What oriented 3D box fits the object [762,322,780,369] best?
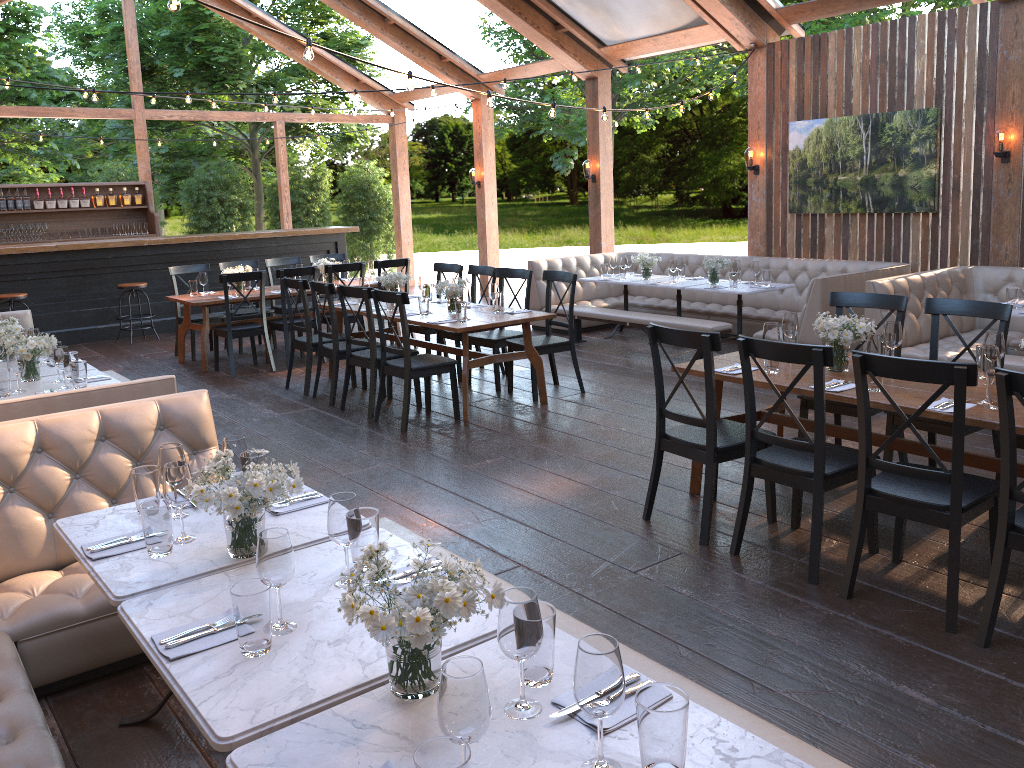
[{"bbox_3d":[1.355,-0.199,4.629,0.092,0.242,0.093,-4,9,-12],"label":"object"}]

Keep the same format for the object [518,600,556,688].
[{"bbox_3d":[0.049,0.551,1.868,0.092,0.156,0.092,5,12,39],"label":"object"}]

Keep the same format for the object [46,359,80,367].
[{"bbox_3d":[-3.032,-0.145,5.961,0.256,0.019,0.158,-11,15,-36],"label":"object"}]

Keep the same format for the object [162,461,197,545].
[{"bbox_3d":[-1.022,0.364,2.724,0.092,0.242,0.093,-1,9,11],"label":"object"}]

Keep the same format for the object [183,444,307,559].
[{"bbox_3d":[-0.782,0.350,2.595,0.337,0.306,0.332,-6,11,-20],"label":"object"}]

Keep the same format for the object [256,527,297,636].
[{"bbox_3d":[-0.566,0.474,2.132,0.092,0.242,0.093,-1,9,11],"label":"object"}]

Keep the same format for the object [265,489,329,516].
[{"bbox_3d":[-0.763,0.403,3.022,0.256,0.019,0.158,-11,15,-36],"label":"object"}]

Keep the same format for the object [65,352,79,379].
[{"bbox_3d":[-2.706,-0.114,5.432,0.092,0.156,0.092,5,12,39],"label":"object"}]

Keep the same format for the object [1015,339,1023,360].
[{"bbox_3d":[2.298,-0.066,3.691,0.338,0.306,0.330,-11,14,-41],"label":"object"}]

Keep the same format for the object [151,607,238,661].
[{"bbox_3d":[-0.727,0.593,2.141,0.256,0.019,0.158,-11,15,-36],"label":"object"}]

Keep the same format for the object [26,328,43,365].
[{"bbox_3d":[-3.202,-0.247,5.937,0.092,0.242,0.093,-1,9,5],"label":"object"}]

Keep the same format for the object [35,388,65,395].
[{"bbox_3d":[-2.588,0.051,4.977,0.158,0.019,0.256,-11,15,-36],"label":"object"}]

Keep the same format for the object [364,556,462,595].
[{"bbox_3d":[-0.276,0.520,2.396,0.256,0.019,0.158,-11,15,-36],"label":"object"}]

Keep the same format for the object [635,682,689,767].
[{"bbox_3d":[0.261,0.615,1.535,0.092,0.156,0.092,5,12,39],"label":"object"}]

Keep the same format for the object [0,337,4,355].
[{"bbox_3d":[-3.321,-0.190,5.697,0.092,0.242,0.093,-1,9,5],"label":"object"}]

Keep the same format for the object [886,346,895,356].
[{"bbox_3d":[1.968,-0.184,4.651,0.092,0.156,0.092,-4,10,-11],"label":"object"}]

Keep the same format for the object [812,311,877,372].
[{"bbox_3d":[1.683,-0.225,4.535,0.329,0.306,0.340,-2,11,0],"label":"object"}]

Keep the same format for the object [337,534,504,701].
[{"bbox_3d":[-0.198,0.491,1.839,0.337,0.306,0.332,-7,12,-24],"label":"object"}]

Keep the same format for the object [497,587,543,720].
[{"bbox_3d":[0.018,0.533,1.757,0.092,0.242,0.093,-1,9,11],"label":"object"}]

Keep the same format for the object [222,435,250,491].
[{"bbox_3d":[-0.933,0.301,2.998,0.092,0.242,0.093,-8,11,-34],"label":"object"}]

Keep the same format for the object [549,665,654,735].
[{"bbox_3d":[0.188,0.635,1.782,0.256,0.019,0.158,-11,15,-36],"label":"object"}]

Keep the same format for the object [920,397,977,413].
[{"bbox_3d":[1.866,0.085,3.767,0.256,0.019,0.158,-11,15,-36],"label":"object"}]

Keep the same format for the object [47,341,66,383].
[{"bbox_3d":[-2.738,-0.132,5.322,0.092,0.242,0.093,-1,9,11],"label":"object"}]

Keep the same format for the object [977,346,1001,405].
[{"bbox_3d":[2.024,-0.036,3.762,0.093,0.242,0.093,-10,12,-39],"label":"object"}]

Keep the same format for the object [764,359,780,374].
[{"bbox_3d":[1.334,-0.136,4.542,0.092,0.156,0.093,-2,10,-1],"label":"object"}]

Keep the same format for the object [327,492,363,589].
[{"bbox_3d":[-0.446,0.418,2.372,0.092,0.242,0.093,-1,9,11],"label":"object"}]

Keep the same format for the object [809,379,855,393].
[{"bbox_3d":[1.544,0.002,4.194,0.256,0.019,0.158,-11,15,-36],"label":"object"}]

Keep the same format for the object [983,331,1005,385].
[{"bbox_3d":[2.231,-0.119,4.101,0.093,0.242,0.093,-10,12,-39],"label":"object"}]

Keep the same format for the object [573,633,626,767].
[{"bbox_3d":[0.155,0.570,1.559,0.092,0.242,0.093,-1,9,11],"label":"object"}]

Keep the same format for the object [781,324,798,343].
[{"bbox_3d":[1.602,-0.268,5.104,0.092,0.156,0.093,-2,10,-1],"label":"object"}]

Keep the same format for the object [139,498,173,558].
[{"bbox_3d":[-1.051,0.430,2.626,0.092,0.156,0.092,5,12,39],"label":"object"}]

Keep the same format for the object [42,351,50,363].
[{"bbox_3d":[-3.170,-0.228,6.047,0.092,0.156,0.092,5,12,39],"label":"object"}]

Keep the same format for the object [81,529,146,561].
[{"bbox_3d":[-1.184,0.482,2.733,0.256,0.019,0.158,-11,15,-36],"label":"object"}]

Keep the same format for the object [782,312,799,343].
[{"bbox_3d":[1.559,-0.278,4.957,0.092,0.242,0.093,-8,11,-34],"label":"object"}]

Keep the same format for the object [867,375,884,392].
[{"bbox_3d":[1.667,-0.047,4.073,0.092,0.156,0.093,1,10,19],"label":"object"}]

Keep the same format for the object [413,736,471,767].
[{"bbox_3d":[-0.107,0.658,1.403,0.092,0.156,0.092,5,12,39],"label":"object"}]

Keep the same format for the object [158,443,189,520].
[{"bbox_3d":[-1.122,0.322,2.935,0.092,0.242,0.093,-1,9,11],"label":"object"}]

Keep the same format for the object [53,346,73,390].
[{"bbox_3d":[-2.601,-0.094,5.124,0.092,0.242,0.093,-1,9,11],"label":"object"}]

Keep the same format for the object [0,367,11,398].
[{"bbox_3d":[-2.863,-0.007,4.968,0.092,0.156,0.092,5,12,39],"label":"object"}]

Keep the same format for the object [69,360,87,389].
[{"bbox_3d":[-2.494,-0.050,5.100,0.092,0.156,0.092,5,12,39],"label":"object"}]

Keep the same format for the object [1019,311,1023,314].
[{"bbox_3d":[3.876,-0.538,6.539,0.256,0.019,0.158,-11,15,-36],"label":"object"}]

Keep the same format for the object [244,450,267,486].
[{"bbox_3d":[-0.902,0.320,3.108,0.092,0.156,0.092,5,12,39],"label":"object"}]

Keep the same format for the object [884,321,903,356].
[{"bbox_3d":[1.938,-0.195,4.505,0.092,0.242,0.093,-8,11,-34],"label":"object"}]

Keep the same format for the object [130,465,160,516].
[{"bbox_3d":[-1.226,0.362,2.972,0.092,0.156,0.093,-2,10,-1],"label":"object"}]

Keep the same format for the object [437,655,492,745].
[{"bbox_3d":[-0.079,0.592,1.501,0.092,0.242,0.093,-1,9,11],"label":"object"}]

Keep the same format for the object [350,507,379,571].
[{"bbox_3d":[-0.415,0.436,2.482,0.092,0.156,0.092,5,12,39],"label":"object"}]

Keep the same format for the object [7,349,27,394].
[{"bbox_3d":[-2.834,-0.073,5.066,0.092,0.242,0.093,-1,9,11],"label":"object"}]

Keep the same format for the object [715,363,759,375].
[{"bbox_3d":[1.189,-0.085,4.657,0.256,0.019,0.158,-11,15,-36],"label":"object"}]

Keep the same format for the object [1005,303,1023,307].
[{"bbox_3d":[3.933,-0.624,6.922,0.158,0.019,0.256,-11,15,-36],"label":"object"}]

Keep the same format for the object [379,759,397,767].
[{"bbox_3d":[-0.240,0.710,1.510,0.256,0.019,0.158,-11,15,-36],"label":"object"}]

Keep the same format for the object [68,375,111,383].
[{"bbox_3d":[-2.568,-0.030,5.347,0.256,0.019,0.158,-11,15,-36],"label":"object"}]

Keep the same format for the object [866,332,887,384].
[{"bbox_3d":[1.727,-0.121,4.198,0.092,0.242,0.093,-1,9,5],"label":"object"}]

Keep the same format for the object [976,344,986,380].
[{"bbox_3d":[2.264,-0.104,4.226,0.092,0.156,0.092,-8,11,-30],"label":"object"}]

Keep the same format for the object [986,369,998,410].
[{"bbox_3d":[2.014,0.023,3.666,0.092,0.156,0.092,-4,10,-11],"label":"object"}]

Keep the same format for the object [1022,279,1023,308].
[{"bbox_3d":[3.937,-0.698,6.741,0.092,0.242,0.093,-1,9,11],"label":"object"}]

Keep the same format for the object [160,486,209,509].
[{"bbox_3d":[-1.127,0.397,3.116,0.158,0.019,0.256,-11,15,-36],"label":"object"}]

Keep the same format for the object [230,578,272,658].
[{"bbox_3d":[-0.594,0.540,2.034,0.092,0.156,0.092,5,12,39],"label":"object"}]
